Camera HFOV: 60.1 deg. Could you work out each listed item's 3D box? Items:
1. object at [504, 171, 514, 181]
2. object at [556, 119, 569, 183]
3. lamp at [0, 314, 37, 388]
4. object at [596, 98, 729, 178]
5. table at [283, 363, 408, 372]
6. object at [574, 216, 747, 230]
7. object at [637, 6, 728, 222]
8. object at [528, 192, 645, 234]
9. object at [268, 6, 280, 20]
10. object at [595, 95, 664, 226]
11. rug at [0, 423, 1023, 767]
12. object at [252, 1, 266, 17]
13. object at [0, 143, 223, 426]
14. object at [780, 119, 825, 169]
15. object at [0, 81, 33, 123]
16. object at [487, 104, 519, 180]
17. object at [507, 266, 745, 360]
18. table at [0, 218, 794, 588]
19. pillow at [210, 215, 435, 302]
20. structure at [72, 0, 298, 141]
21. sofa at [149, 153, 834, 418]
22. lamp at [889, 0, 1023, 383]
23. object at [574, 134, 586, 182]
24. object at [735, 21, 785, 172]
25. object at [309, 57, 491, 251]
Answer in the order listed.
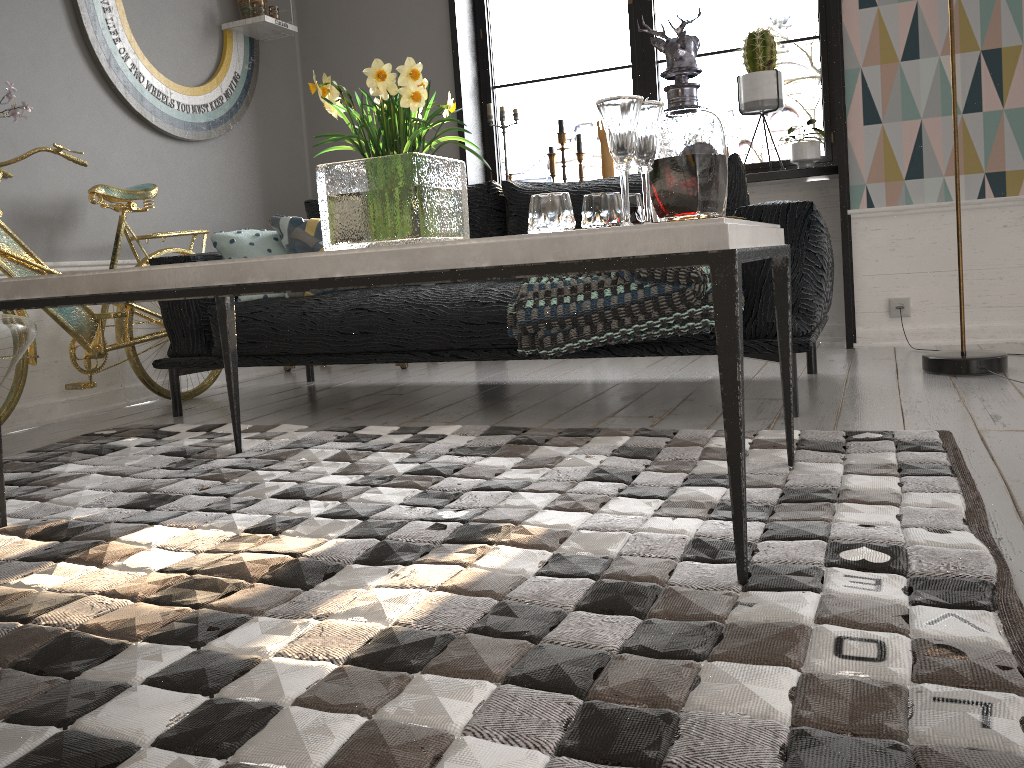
[{"bbox_3d":[-0.008,-1.027,4.590,0.084,0.150,0.085,-2,5,27],"label":"object"},{"bbox_3d":[0.254,-1.129,4.383,0.123,0.373,0.124,-2,5,27],"label":"object"},{"bbox_3d":[-1.604,0.014,2.564,0.434,0.435,0.433,-8,7,-36],"label":"lamp"},{"bbox_3d":[0.728,-1.149,4.189,0.662,0.408,0.135,-1,5,24],"label":"object"},{"bbox_3d":[-0.795,-0.426,4.503,0.742,0.676,0.341,-2,5,23],"label":"table"},{"bbox_3d":[0.288,-0.309,1.752,0.318,0.015,0.248,-1,8,23],"label":"object"},{"bbox_3d":[0.337,-0.510,1.724,0.148,0.415,0.156,0,6,42],"label":"object"},{"bbox_3d":[0.154,-0.329,1.740,0.246,0.087,0.281,-4,7,1],"label":"object"},{"bbox_3d":[-1.149,-1.789,4.271,0.050,0.058,0.050,-3,6,13],"label":"object"},{"bbox_3d":[0.216,-0.381,1.558,0.082,0.226,0.169,-1,6,34],"label":"object"},{"bbox_3d":[-0.479,0.257,1.723,2.524,0.034,1.783,-1,8,23],"label":"rug"},{"bbox_3d":[-1.206,-1.779,4.222,0.060,0.078,0.060,-3,5,12],"label":"object"},{"bbox_3d":[-1.570,-0.340,3.207,0.426,0.964,1.638,-3,7,14],"label":"object"},{"bbox_3d":[1.279,-1.049,3.878,0.170,0.202,0.248,-1,7,25],"label":"object"},{"bbox_3d":[-1.737,-0.753,2.796,0.253,0.638,0.491,0,6,41],"label":"object"},{"bbox_3d":[-0.050,-1.181,4.504,0.145,0.488,0.162,-7,5,-31],"label":"object"},{"bbox_3d":[0.350,-0.283,2.662,0.666,0.327,0.494,-2,7,18],"label":"object"},{"bbox_3d":[-0.228,-0.008,1.764,1.454,0.508,0.737,-1,7,23],"label":"table"},{"bbox_3d":[-0.703,-0.504,3.342,0.798,0.360,0.446,-3,6,5],"label":"pillow"},{"bbox_3d":[-1.556,-1.511,3.527,0.267,0.950,2.037,-2,7,23],"label":"structure"},{"bbox_3d":[-0.098,-0.343,3.163,2.338,0.794,0.977,-1,7,22],"label":"sofa"},{"bbox_3d":[1.672,-0.922,3.066,0.679,1.693,1.255,-2,6,21],"label":"lamp"},{"bbox_3d":[0.341,-1.101,4.404,0.076,0.299,0.076,-7,5,-36],"label":"object"},{"bbox_3d":[1.113,-1.281,3.953,0.236,0.667,0.229,-5,4,-6],"label":"object"},{"bbox_3d":[-0.244,-0.439,1.755,0.351,0.349,0.327,-1,6,25],"label":"object"}]
